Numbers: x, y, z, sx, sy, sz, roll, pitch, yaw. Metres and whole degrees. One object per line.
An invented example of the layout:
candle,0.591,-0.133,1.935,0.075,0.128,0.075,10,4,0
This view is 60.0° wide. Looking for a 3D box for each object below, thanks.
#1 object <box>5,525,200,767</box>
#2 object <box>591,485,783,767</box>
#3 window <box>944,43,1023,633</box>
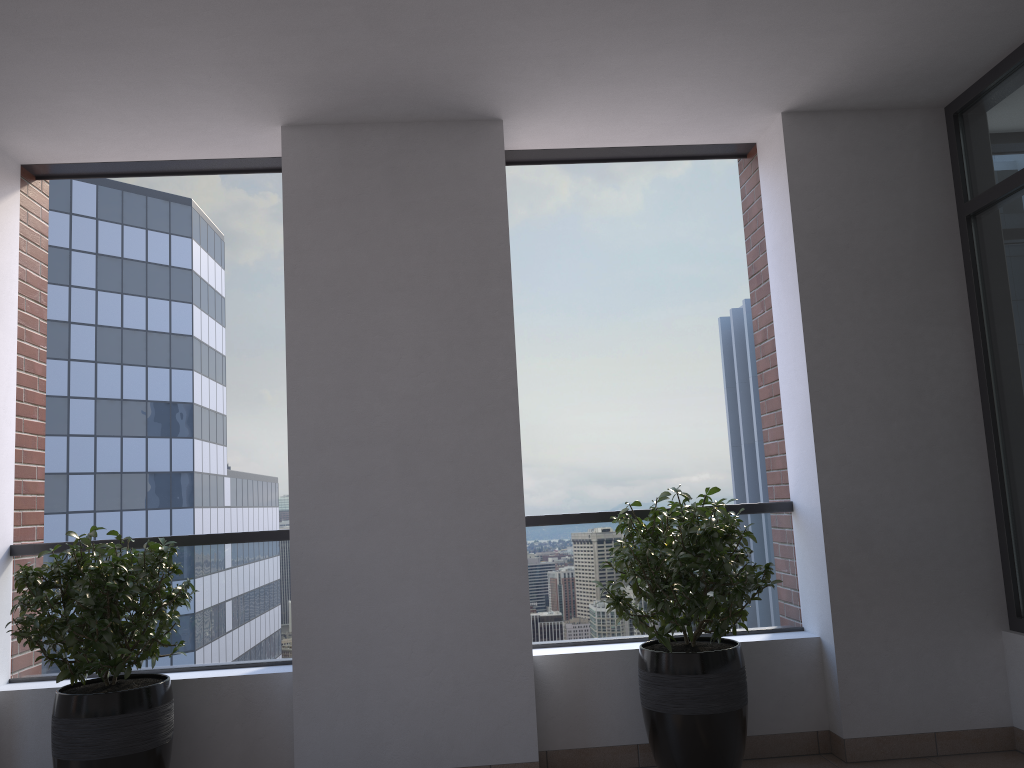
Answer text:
object,-1.617,1.198,3.528,0.681,1.264,0.691,-3,-8,0
object,0.716,1.086,3.636,0.731,1.338,0.721,-3,-8,0
window,2.332,-0.458,1.557,0.170,2.402,5.002,-3,-8,-4
